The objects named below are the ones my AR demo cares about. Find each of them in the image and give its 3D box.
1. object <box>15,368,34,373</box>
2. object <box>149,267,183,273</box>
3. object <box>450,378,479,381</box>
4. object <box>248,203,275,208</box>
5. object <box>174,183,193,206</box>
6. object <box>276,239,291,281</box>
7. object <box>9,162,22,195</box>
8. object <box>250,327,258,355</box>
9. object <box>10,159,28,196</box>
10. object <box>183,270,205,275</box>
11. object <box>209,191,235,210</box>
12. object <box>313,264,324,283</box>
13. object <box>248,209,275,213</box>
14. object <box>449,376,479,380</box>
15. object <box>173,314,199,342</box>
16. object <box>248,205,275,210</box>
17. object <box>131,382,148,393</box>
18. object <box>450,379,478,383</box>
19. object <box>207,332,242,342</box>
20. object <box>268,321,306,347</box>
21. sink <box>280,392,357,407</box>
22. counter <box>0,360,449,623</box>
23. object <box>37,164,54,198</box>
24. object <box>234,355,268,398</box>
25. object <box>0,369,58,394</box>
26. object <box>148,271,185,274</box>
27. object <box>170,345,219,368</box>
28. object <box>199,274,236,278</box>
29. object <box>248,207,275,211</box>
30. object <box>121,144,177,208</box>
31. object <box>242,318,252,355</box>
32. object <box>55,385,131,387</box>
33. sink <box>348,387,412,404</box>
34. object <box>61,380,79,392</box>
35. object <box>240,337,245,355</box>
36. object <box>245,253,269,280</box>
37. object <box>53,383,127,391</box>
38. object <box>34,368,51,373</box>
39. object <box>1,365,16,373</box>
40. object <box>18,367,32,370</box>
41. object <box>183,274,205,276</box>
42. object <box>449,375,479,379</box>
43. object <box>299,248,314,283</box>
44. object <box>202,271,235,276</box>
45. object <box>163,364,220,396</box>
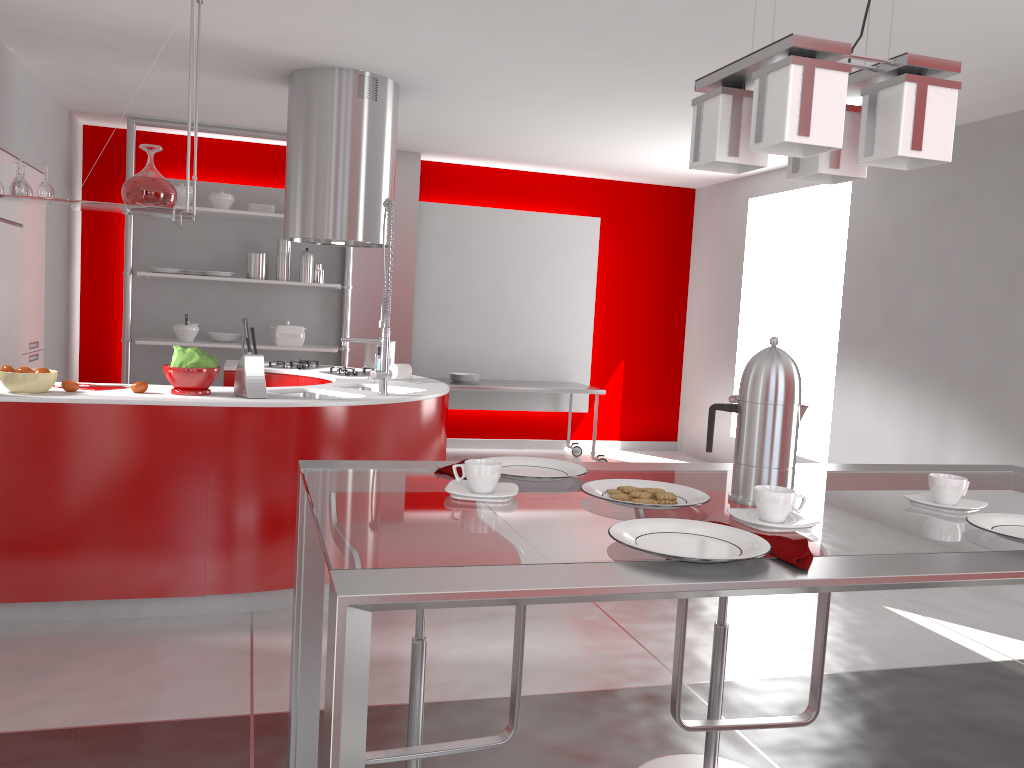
[{"bbox_3d":[-1.892,-0.037,3.445,0.065,0.052,0.062,0,6,-32],"label":"object"},{"bbox_3d":[-2.634,-0.857,6.749,0.244,0.042,0.244,0,6,-32],"label":"object"},{"bbox_3d":[-0.403,-0.034,7.458,0.228,0.020,0.228,0,6,-35],"label":"object"},{"bbox_3d":[-1.975,-1.393,6.993,0.200,0.030,0.200,2,5,-17],"label":"object"},{"bbox_3d":[-2.547,-1.443,6.796,0.231,0.191,0.231,5,5,24],"label":"object"},{"bbox_3d":[-1.801,-0.974,6.993,0.109,0.329,0.110,2,5,-19],"label":"object"},{"bbox_3d":[-1.931,-0.793,3.464,0.060,0.141,0.060,2,5,-17],"label":"object"},{"bbox_3d":[-1.086,-0.099,3.765,0.130,0.279,0.012,8,7,44],"label":"object"},{"bbox_3d":[-1.884,-0.785,3.392,0.060,0.141,0.060,-1,6,-40],"label":"object"},{"bbox_3d":[-2.494,-0.871,7.021,0.244,0.042,0.244,1,5,-25],"label":"object"},{"bbox_3d":[-2.255,-1.416,6.886,0.192,0.153,0.192,3,5,-3],"label":"object"},{"bbox_3d":[-1.589,-0.894,7.209,0.127,0.157,0.127,3,5,-6],"label":"object"},{"bbox_3d":[-1.977,-1.346,6.997,0.200,0.030,0.200,2,5,-17],"label":"object"},{"bbox_3d":[-0.402,-0.044,7.457,0.228,0.020,0.228,0,6,-35],"label":"object"},{"bbox_3d":[-2.525,-0.436,6.870,0.192,0.214,0.192,1,5,-30],"label":"object"},{"bbox_3d":[-1.976,-1.377,6.995,0.200,0.030,0.200,2,5,-17],"label":"object"},{"bbox_3d":[-1.536,0.013,3.656,0.064,0.048,0.063,0,6,-38],"label":"object"},{"bbox_3d":[-0.404,-0.024,7.459,0.228,0.020,0.228,0,6,-35],"label":"object"},{"bbox_3d":[-2.302,-0.370,7.097,0.272,0.072,0.272,7,6,37],"label":"object"},{"bbox_3d":[-1.811,-0.408,7.142,0.282,0.197,0.235,1,5,-27],"label":"object"},{"bbox_3d":[-0.901,0.148,4.043,0.428,0.172,0.326,7,6,34],"label":"sink"},{"bbox_3d":[-1.371,0.428,4.390,1.868,0.880,2.865,5,5,17],"label":"counter"},{"bbox_3d":[-1.836,-0.790,3.493,0.060,0.141,0.060,2,5,-17],"label":"object"},{"bbox_3d":[-1.097,-0.036,3.737,0.091,0.178,0.137,-1,6,-43],"label":"object"},{"bbox_3d":[-1.889,-0.008,3.467,0.201,0.086,0.201,2,5,-16],"label":"object"},{"bbox_3d":[-2.634,-0.843,6.750,0.280,0.015,0.280,5,5,20],"label":"object"},{"bbox_3d":[-1.336,-0.070,3.732,0.198,0.182,0.193,2,5,-11],"label":"object"},{"bbox_3d":[-2.265,-0.830,6.845,0.280,0.015,0.280,4,5,13],"label":"object"},{"bbox_3d":[-1.977,-1.362,6.996,0.200,0.030,0.200,2,5,-17],"label":"object"},{"bbox_3d":[-1.491,-0.846,3.655,0.213,0.266,0.213,4,5,11],"label":"object"},{"bbox_3d":[-1.111,-0.115,3.751,0.150,0.322,0.014,8,7,44],"label":"object"},{"bbox_3d":[-1.741,0.006,3.775,0.375,0.008,0.041,-1,6,-40],"label":"object"},{"bbox_3d":[-0.668,0.126,4.469,0.428,0.172,0.326,5,5,22],"label":"sink"},{"bbox_3d":[-1.775,0.010,3.563,0.065,0.047,0.063,2,5,-17],"label":"object"},{"bbox_3d":[-1.125,-0.100,3.728,0.091,0.197,0.009,8,7,44],"label":"object"},{"bbox_3d":[-2.010,-0.924,6.982,0.184,0.205,0.172,2,5,-11],"label":"object"},{"bbox_3d":[-1.789,0.013,3.743,0.266,0.006,0.168,4,5,10],"label":"object"},{"bbox_3d":[-1.855,-0.040,3.499,0.066,0.049,0.062,3,5,-9],"label":"object"},{"bbox_3d":[-1.953,-0.045,3.445,0.055,0.058,0.066,0,6,-31],"label":"object"},{"bbox_3d":[-1.922,-0.043,3.499,0.066,0.049,0.062,2,5,-20],"label":"object"},{"bbox_3d":[-2.495,-0.858,7.022,0.280,0.015,0.280,5,5,20],"label":"object"},{"bbox_3d":[-0.402,-0.054,7.457,0.228,0.020,0.228,0,6,-35],"label":"object"},{"bbox_3d":[-1.622,-0.937,6.998,0.115,0.274,0.115,1,5,-24],"label":"object"},{"bbox_3d":[-2.265,-0.843,6.844,0.244,0.042,0.244,0,6,-32],"label":"object"},{"bbox_3d":[-1.349,-0.017,3.733,0.228,0.118,0.229,8,7,44],"label":"object"}]
